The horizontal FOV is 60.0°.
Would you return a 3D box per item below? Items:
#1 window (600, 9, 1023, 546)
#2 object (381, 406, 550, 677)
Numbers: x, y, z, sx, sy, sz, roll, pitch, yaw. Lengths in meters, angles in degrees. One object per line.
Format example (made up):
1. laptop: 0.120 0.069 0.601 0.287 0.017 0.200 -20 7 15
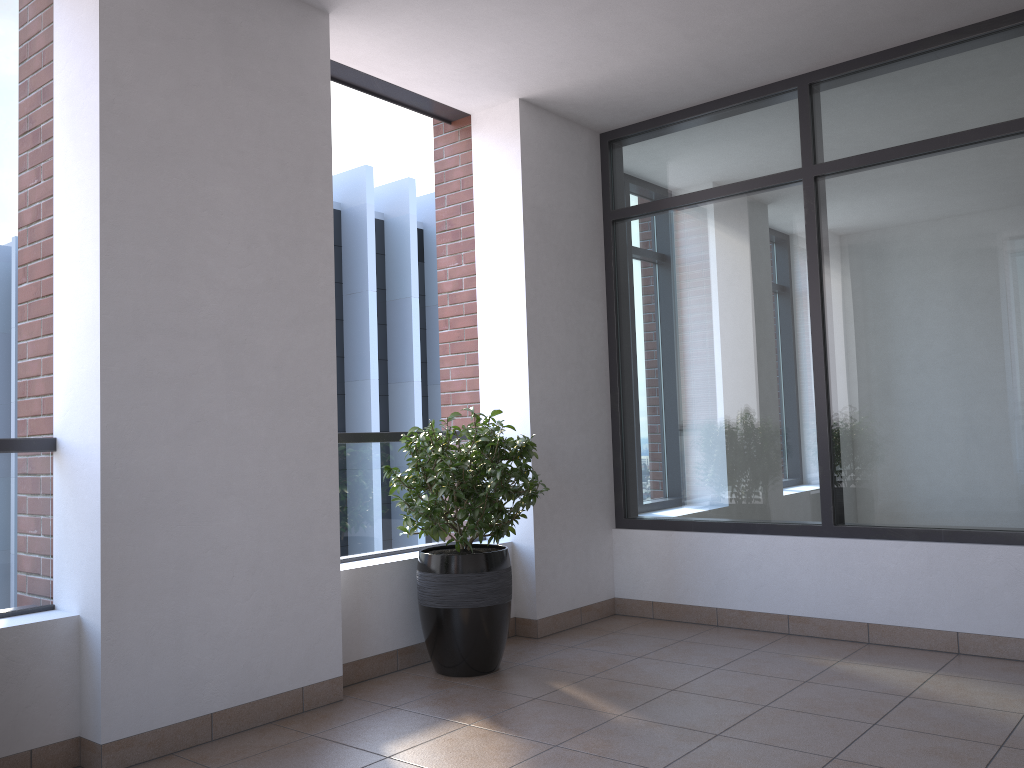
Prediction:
1. window: 2.560 -0.503 3.843 5.002 2.402 0.170 -5 -5 39
2. object: -0.205 0.771 4.062 0.721 1.338 0.731 -5 -5 43
